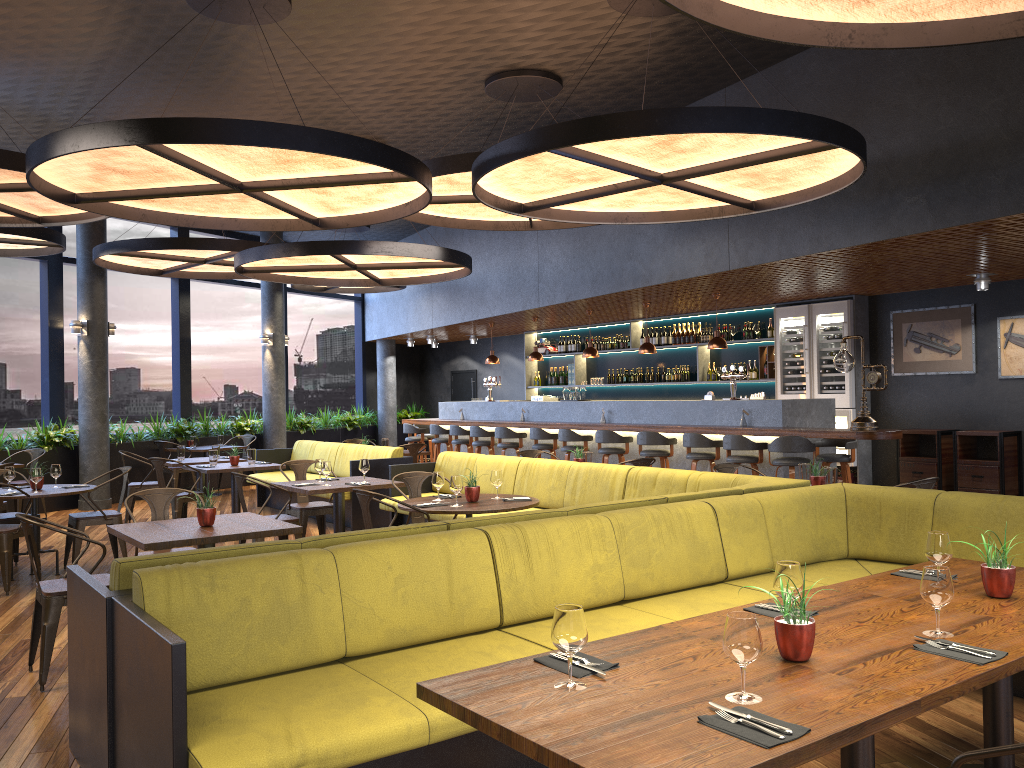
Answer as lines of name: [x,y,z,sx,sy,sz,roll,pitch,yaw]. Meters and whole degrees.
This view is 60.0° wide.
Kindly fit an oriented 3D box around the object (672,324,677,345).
object: [2.544,-0.772,13.871,0.084,0.330,0.084,-1,-1,-29]

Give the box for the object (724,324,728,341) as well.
object: [3.144,-0.753,13.033,0.063,0.254,0.063,-1,-1,26]

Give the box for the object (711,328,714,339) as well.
object: [3.005,-0.733,13.334,0.056,0.227,0.056,-1,-1,-34]

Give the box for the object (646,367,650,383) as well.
object: [2.197,-0.142,14.362,0.063,0.254,0.063,-1,-1,26]

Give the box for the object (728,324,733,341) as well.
object: [3.220,-0.754,13.089,0.063,0.254,0.063,-2,-1,41]

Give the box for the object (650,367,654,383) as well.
object: [2.256,-0.144,14.281,0.063,0.254,0.063,-1,-1,1]

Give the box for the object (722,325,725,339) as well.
object: [3.151,-0.751,13.182,0.063,0.254,0.063,-1,-1,16]

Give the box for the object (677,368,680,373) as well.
object: [2.635,-0.139,14.008,0.088,0.224,0.088,0,-1,-41]

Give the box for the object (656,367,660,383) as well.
object: [2.361,-0.145,14.324,0.063,0.254,0.063,-1,-1,26]

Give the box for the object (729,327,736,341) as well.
object: [3.222,-0.732,12.936,0.097,0.206,0.097,-1,-1,23]

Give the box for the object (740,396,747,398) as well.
object: [3.440,0.413,12.795,0.204,0.492,0.310,-1,-1,-36]

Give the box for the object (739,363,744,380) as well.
object: [3.324,-0.179,12.856,0.063,0.254,0.063,-1,-1,17]

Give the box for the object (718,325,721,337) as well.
object: [3.067,-0.750,13.127,0.063,0.254,0.063,-1,-1,-39]

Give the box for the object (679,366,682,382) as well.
object: [2.641,-0.155,13.868,0.063,0.254,0.063,-1,-1,-8]

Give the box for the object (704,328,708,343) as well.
object: [2.920,-0.731,13.348,0.056,0.227,0.056,-1,-1,31]

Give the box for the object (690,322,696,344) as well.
object: [2.769,-0.779,13.559,0.084,0.330,0.084,-1,-1,-29]

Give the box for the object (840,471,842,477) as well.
object: [4.255,1.224,11.460,0.056,0.205,0.056,-1,-1,-5]

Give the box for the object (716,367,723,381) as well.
object: [3.079,-0.147,13.173,0.097,0.206,0.097,-1,-1,23]

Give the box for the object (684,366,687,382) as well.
object: [2.719,-0.156,13.903,0.063,0.254,0.063,-1,-1,-9]

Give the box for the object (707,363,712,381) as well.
object: [2.982,-0.180,13.398,0.079,0.281,0.079,-1,-1,-32]

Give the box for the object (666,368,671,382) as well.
object: [2.480,-0.136,14.029,0.088,0.224,0.088,-1,-1,24]

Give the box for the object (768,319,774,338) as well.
object: [3.640,-0.781,12.479,0.079,0.281,0.079,-1,-1,-27]

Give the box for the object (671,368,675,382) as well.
object: [2.543,-0.138,13.942,0.088,0.224,0.088,-1,-1,-21]

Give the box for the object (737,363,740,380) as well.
object: [3.333,-0.177,13.030,0.063,0.254,0.063,-1,-1,17]

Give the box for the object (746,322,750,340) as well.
object: [3.375,-0.761,12.682,0.063,0.254,0.063,-1,-1,-8]

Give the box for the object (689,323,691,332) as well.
object: [2.748,-0.777,13.744,0.084,0.330,0.084,-1,-1,-29]

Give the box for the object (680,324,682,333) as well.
object: [2.637,-0.773,13.898,0.084,0.330,0.084,-1,-1,-29]

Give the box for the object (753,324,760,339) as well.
object: [3.480,-0.740,12.606,0.097,0.206,0.097,-1,-1,23]

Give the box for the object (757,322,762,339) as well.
object: [3.548,-0.764,12.724,0.063,0.254,0.063,-1,-1,-28]

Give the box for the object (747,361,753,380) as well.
object: [3.429,-0.196,12.782,0.079,0.281,0.079,-1,-1,28]

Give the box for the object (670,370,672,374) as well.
object: [2.524,-0.126,14.155,0.097,0.206,0.097,-1,-1,-5]

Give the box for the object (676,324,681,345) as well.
object: [2.600,-0.773,13.796,0.084,0.330,0.084,-1,-1,-29]

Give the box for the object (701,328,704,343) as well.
object: [2.884,-0.730,13.397,0.056,0.227,0.056,-1,-1,16]

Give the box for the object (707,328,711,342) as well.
object: [2.957,-0.733,13.298,0.056,0.227,0.056,-2,-1,41]

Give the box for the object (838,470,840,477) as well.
object: [4.268,1.225,11.551,0.057,0.205,0.056,-1,-1,19]

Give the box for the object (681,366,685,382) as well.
object: [2.649,-0.157,13.734,0.063,0.254,0.063,-1,-1,-29]

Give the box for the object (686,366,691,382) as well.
object: [2.741,-0.158,13.789,0.063,0.254,0.063,-1,-1,26]

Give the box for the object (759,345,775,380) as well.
object: [3.638,-0.301,12.441,0.161,0.475,0.300,-1,-1,-36]

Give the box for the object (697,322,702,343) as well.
object: [2.886,-0.781,13.610,0.084,0.330,0.084,-1,-1,-29]

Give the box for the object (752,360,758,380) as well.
object: [3.484,-0.198,12.706,0.079,0.281,0.079,0,-1,-42]

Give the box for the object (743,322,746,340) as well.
object: [3.368,-0.760,12.794,0.063,0.254,0.063,-1,-1,6]

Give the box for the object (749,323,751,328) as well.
object: [3.455,-0.761,12.847,0.063,0.254,0.063,-1,-1,-8]

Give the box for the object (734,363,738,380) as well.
object: [3.271,-0.177,12.974,0.063,0.254,0.063,-1,-1,-8]

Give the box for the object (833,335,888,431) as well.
object: [3.459,-0.016,8.797,0.263,0.944,0.566,0,-1,-43]

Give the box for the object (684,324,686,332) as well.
object: [2.691,-0.775,13.819,0.084,0.330,0.084,-1,-1,-29]

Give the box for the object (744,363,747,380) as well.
object: [3.387,-0.179,12.912,0.063,0.254,0.063,-1,-1,-28]

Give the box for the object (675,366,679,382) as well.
object: [2.564,-0.154,13.810,0.063,0.254,0.063,0,-1,-43]

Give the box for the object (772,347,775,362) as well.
object: [3.681,-0.414,12.384,0.097,0.206,0.097,-1,-1,4]

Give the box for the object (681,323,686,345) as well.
object: [2.654,-0.775,13.720,0.084,0.330,0.084,-1,-1,-29]

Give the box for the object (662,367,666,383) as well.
object: [2.437,-0.147,14.232,0.063,0.254,0.063,-1,-1,12]

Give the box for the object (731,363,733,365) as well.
object: [3.210,-0.176,12.922,0.063,0.254,0.063,-1,-1,-33]

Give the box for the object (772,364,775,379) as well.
object: [3.685,-0.180,12.381,0.097,0.206,0.097,-1,-1,4]

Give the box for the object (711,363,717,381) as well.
object: [3.037,-0.182,13.323,0.079,0.281,0.079,-1,-1,33]

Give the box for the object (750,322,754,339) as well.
object: [3.447,-0.761,12.753,0.063,0.254,0.063,-1,-1,17]

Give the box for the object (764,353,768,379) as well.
object: [3.598,-0.254,12.499,0.091,0.369,0.092,-1,-1,23]

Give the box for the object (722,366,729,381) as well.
object: [3.141,-0.159,13.043,0.088,0.224,0.088,-1,-1,24]

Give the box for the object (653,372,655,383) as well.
object: [2.287,-0.143,14.426,0.063,0.254,0.063,-2,-1,41]
